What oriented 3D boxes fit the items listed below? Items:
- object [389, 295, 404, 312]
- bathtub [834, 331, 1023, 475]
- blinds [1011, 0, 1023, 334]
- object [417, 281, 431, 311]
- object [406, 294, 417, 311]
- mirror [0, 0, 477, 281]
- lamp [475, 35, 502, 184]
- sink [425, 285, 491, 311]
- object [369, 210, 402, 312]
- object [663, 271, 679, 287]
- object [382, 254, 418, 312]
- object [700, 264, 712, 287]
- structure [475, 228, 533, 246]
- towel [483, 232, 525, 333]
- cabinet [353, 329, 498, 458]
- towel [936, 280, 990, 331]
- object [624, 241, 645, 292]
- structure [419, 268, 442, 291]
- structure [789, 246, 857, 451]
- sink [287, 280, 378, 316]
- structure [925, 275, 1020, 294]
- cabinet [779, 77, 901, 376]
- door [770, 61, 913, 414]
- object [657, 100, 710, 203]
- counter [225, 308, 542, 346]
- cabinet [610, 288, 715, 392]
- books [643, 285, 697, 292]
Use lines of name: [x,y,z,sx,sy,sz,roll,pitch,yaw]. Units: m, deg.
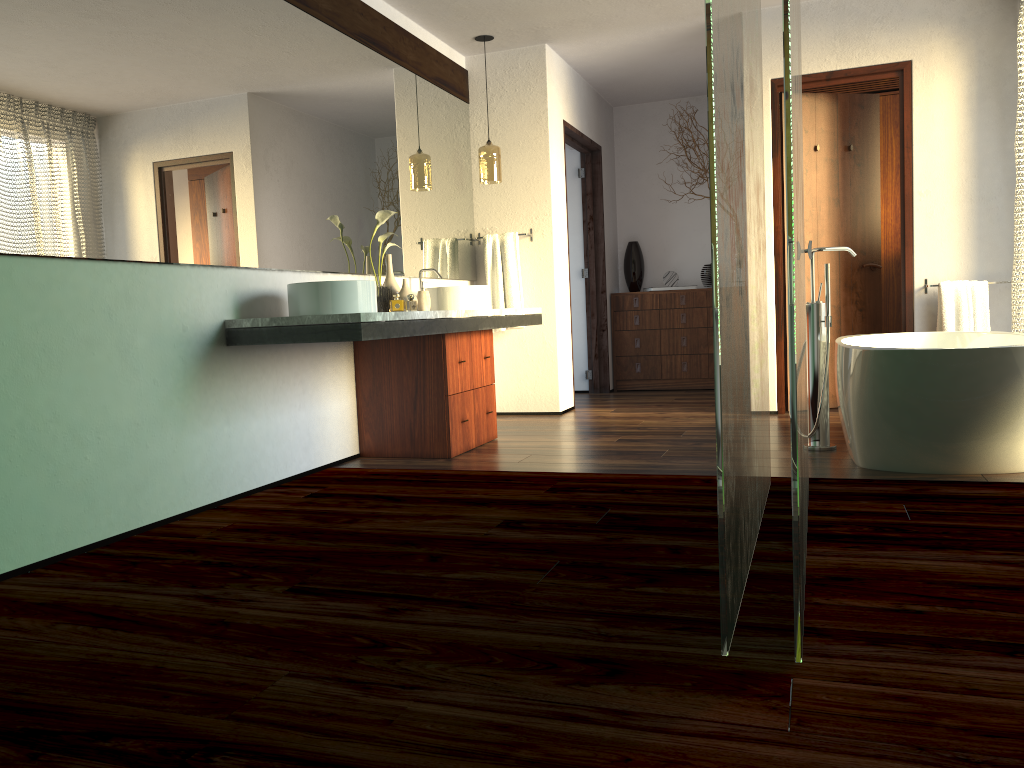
object: [-0.569,-0.394,4.366,0.065,0.092,0.039,-4,5,-19]
bathtub: [1.786,0.050,3.760,0.777,0.485,1.594,-1,5,19]
blinds: [2.362,-0.924,3.735,0.184,2.336,2.091,-1,5,19]
object: [-0.452,-0.445,4.520,0.071,0.158,0.070,-2,4,3]
object: [-0.499,-0.400,4.386,0.040,0.090,0.056,0,5,30]
mirror: [-0.913,-1.077,3.946,0.017,1.152,4.013,-1,5,19]
lamp: [-0.149,-1.675,5.430,0.136,0.867,0.142,-5,5,-27]
sink: [-0.298,-0.465,4.847,0.357,0.130,0.358,-3,5,-2]
object: [-0.642,-0.602,4.433,0.188,0.504,0.244,-3,4,-2]
object: [1.292,-0.854,7.201,0.133,0.131,0.129,-1,5,16]
object: [-0.582,-0.510,4.502,0.117,0.305,0.246,-7,6,-43]
object: [1.580,-0.866,7.088,0.136,0.200,0.141,-5,5,-26]
structure: [-0.058,-0.955,5.735,0.375,0.088,0.101,-1,5,21]
towel: [-0.055,-0.652,5.698,0.264,0.636,0.157,1,6,38]
cabinet: [-0.416,0.028,4.555,0.521,0.599,0.648,-1,5,20]
towel: [2.448,-0.242,4.805,0.261,0.637,0.154,-2,4,3]
object: [1.006,-0.964,7.300,0.174,0.417,0.166,0,5,33]
structure: [-0.466,-0.515,4.877,0.168,0.242,0.065,-1,5,24]
structure: [1.364,-0.159,3.996,0.239,0.897,0.282,-5,5,-30]
sink: [-0.728,-0.345,3.595,0.364,0.130,0.351,-1,5,23]
structure: [2.494,-0.542,4.790,0.460,0.088,0.101,-1,5,21]
cabinet: [2.713,-1.142,6.310,1.508,2.363,0.353,-1,5,21]
door: [1.955,-0.814,5.273,0.742,1.947,0.457,-1,5,21]
object: [1.474,-1.479,6.956,0.717,1.449,0.842,-5,5,-27]
counter: [-0.459,-0.300,4.329,0.597,0.101,2.222,-1,5,19]
cabinet: [1.416,-0.360,7.154,1.158,0.800,0.396,-1,5,21]
books: [1.343,-0.777,7.195,0.496,0.034,0.248,-3,5,-4]
